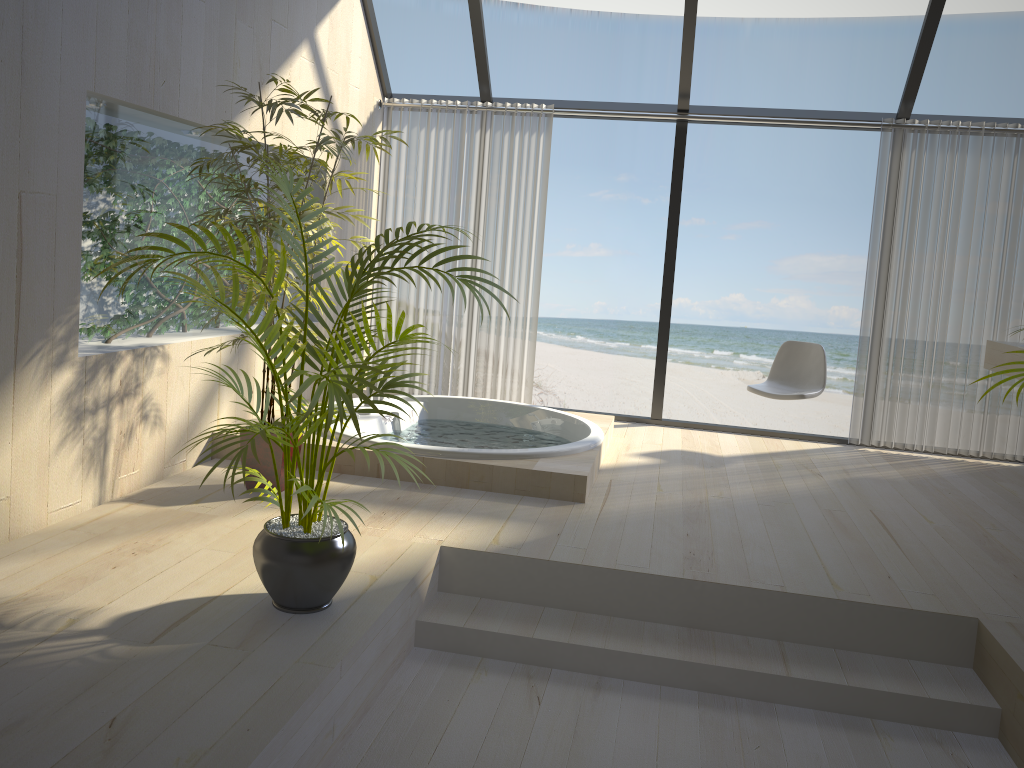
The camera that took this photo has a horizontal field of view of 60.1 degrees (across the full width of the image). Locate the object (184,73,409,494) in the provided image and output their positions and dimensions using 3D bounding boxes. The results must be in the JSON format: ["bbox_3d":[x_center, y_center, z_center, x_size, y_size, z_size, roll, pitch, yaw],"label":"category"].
[{"bbox_3d":[-1.045,-0.417,3.781,0.790,1.747,0.937,8,7,35],"label":"object"}]

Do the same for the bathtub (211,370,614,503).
[{"bbox_3d":[-0.408,0.287,4.920,1.823,0.695,1.656,6,8,10],"label":"bathtub"}]

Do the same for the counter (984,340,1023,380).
[{"bbox_3d":[3.048,0.223,4.837,0.551,0.786,1.212,5,7,10],"label":"counter"}]

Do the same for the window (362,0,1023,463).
[{"bbox_3d":[1.226,-1.056,5.605,4.564,2.799,0.748,5,5,10],"label":"window"}]

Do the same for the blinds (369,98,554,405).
[{"bbox_3d":[-0.365,-0.901,6.119,1.184,2.060,0.084,5,5,10],"label":"blinds"}]

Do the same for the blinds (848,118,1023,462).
[{"bbox_3d":[2.823,-0.585,5.530,1.184,2.060,0.084,5,5,10],"label":"blinds"}]

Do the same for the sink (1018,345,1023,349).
[{"bbox_3d":[3.025,-0.187,4.777,0.504,0.417,0.576,6,7,14],"label":"sink"}]

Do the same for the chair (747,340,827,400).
[{"bbox_3d":[1.701,-0.081,5.421,0.370,0.345,0.455,9,9,38],"label":"chair"}]

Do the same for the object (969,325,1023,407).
[{"bbox_3d":[1.565,0.297,2.134,0.920,1.151,0.751,10,8,44],"label":"object"}]

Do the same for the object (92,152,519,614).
[{"bbox_3d":[-0.524,-0.010,2.603,1.065,1.338,0.878,4,6,-1],"label":"object"}]
